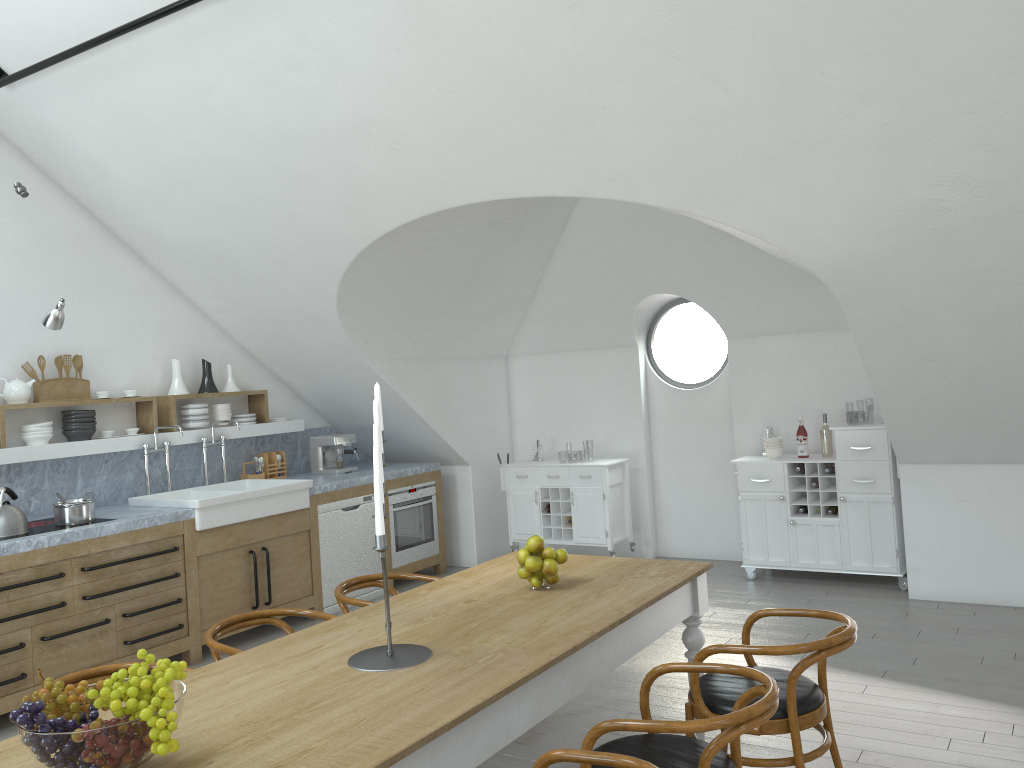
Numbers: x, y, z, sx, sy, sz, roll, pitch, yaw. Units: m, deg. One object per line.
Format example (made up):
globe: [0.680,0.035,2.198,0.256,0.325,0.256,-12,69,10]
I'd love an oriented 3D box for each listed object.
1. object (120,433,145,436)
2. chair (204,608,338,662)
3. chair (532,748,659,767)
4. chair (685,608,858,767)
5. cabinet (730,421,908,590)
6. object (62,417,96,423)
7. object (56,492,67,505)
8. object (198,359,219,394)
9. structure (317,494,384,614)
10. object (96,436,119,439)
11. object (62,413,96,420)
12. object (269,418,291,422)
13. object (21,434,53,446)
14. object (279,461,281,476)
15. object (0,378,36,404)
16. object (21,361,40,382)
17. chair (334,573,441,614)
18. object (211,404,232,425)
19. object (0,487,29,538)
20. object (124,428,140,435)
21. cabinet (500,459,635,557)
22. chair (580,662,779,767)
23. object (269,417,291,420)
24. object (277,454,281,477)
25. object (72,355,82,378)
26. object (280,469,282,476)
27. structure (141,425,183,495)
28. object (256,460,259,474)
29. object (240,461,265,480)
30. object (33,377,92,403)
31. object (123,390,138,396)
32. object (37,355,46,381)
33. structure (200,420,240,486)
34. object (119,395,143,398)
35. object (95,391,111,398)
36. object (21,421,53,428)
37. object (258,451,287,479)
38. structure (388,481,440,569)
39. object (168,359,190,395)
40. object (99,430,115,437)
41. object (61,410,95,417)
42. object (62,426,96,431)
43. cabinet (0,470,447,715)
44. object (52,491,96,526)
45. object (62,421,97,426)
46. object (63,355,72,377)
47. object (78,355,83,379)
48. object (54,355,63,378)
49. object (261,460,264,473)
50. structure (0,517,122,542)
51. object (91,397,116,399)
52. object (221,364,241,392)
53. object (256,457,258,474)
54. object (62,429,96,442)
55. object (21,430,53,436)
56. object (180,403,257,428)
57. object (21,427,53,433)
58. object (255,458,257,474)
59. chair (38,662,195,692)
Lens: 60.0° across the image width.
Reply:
object: [-2.665,0.360,6.221,0.164,0.012,0.163,-4,0,-40]
chair: [-0.901,1.324,3.543,0.621,0.735,0.527,-4,-1,36]
chair: [0.085,1.268,1.996,0.621,0.735,0.527,-4,-1,32]
chair: [0.933,1.209,3.175,0.621,0.735,0.527,-4,-1,35]
cabinet: [2.350,0.890,6.731,1.241,1.154,0.610,-4,-1,32]
object: [-2.867,0.265,5.874,0.205,0.072,0.206,-4,0,20]
object: [-2.656,0.734,5.299,0.235,0.167,0.051,-4,-1,28]
object: [-2.332,-0.062,6.784,0.156,0.268,0.156,-4,-1,37]
structure: [-1.464,1.306,6.958,0.598,0.823,0.724,-4,-1,32]
object: [-2.768,0.367,6.059,0.164,0.012,0.163,-4,0,-40]
object: [-2.870,0.239,5.879,0.205,0.084,0.205,-4,0,-30]
object: [-1.940,0.306,7.344,0.213,0.025,0.213,-4,0,20]
object: [-3.015,0.356,5.630,0.181,0.064,0.181,-4,0,-35]
object: [-1.898,0.672,7.245,0.018,0.196,0.020,-3,-2,-35]
object: [-3.117,0.043,5.564,0.174,0.169,0.168,-4,-1,16]
object: [-3.051,-0.020,5.704,0.016,0.259,0.199,-5,-2,43]
chair: [-0.506,1.297,4.149,0.621,0.735,0.527,-4,-1,29]
object: [-2.235,0.235,6.826,0.158,0.160,0.154,-3,-1,-29]
object: [-2.840,0.708,4.942,0.246,0.268,0.246,-4,-1,42]
object: [-2.666,0.336,6.222,0.098,0.049,0.098,-4,0,30]
cabinet: [0.460,1.074,7.707,1.133,0.790,0.497,-4,-1,32]
chair: [0.488,1.239,2.602,0.621,0.735,0.527,-4,-1,28]
object: [-1.940,0.297,7.344,0.213,0.025,0.213,-4,0,20]
object: [-1.897,0.669,7.229,0.040,0.192,0.042,-3,-1,-7]
object: [-2.904,-0.046,5.911,0.039,0.298,0.068,-5,-2,32]
object: [-1.896,0.672,7.256,0.019,0.196,0.022,-5,-2,33]
structure: [-2.375,0.552,6.177,0.332,0.530,0.214,-4,-1,13]
object: [-2.013,0.689,7.025,0.019,0.179,0.044,-4,-1,-3]
object: [-2.057,0.698,7.026,0.100,0.171,0.173,-4,-1,34]
object: [-2.958,0.036,5.830,0.084,0.158,0.354,-4,0,32]
object: [-2.680,0.068,6.234,0.098,0.049,0.098,-4,0,30]
object: [-3.035,-0.039,5.737,0.027,0.299,0.055,-5,-2,32]
structure: [-2.113,0.534,6.590,0.332,0.530,0.214,-4,-1,13]
object: [-2.678,0.092,6.234,0.164,0.012,0.163,-4,0,-40]
object: [-2.794,0.076,6.053,0.098,0.049,0.098,-4,0,30]
object: [-3.018,0.281,5.635,0.181,0.076,0.181,-4,0,-20]
object: [-1.949,0.664,7.221,0.104,0.223,0.200,-4,-1,33]
structure: [-1.062,1.182,7.596,0.630,0.637,0.632,-4,-1,32]
object: [-2.475,-0.052,6.564,0.156,0.268,0.156,-4,-1,21]
object: [-2.769,0.344,6.059,0.098,0.049,0.098,-4,0,30]
object: [-2.875,0.212,5.879,0.205,0.080,0.206,-4,0,35]
object: [-2.866,0.314,5.870,0.205,0.086,0.205,-4,0,-20]
cabinet: [-2.700,1.406,5.309,1.003,1.022,6.432,-4,0,32]
object: [-2.583,0.755,5.348,0.232,0.170,0.394,-4,0,12]
object: [-2.861,0.286,5.870,0.205,0.086,0.205,-4,0,-15]
object: [-2.936,-0.044,5.856,0.019,0.299,0.057,-5,-2,32]
object: [-2.899,-0.046,5.952,0.030,0.294,0.057,-5,-2,32]
object: [-2.971,-0.042,5.838,0.040,0.299,0.061,-4,-2,30]
object: [-1.989,0.688,7.055,0.044,0.179,0.019,-4,-2,17]
structure: [-2.793,0.856,5.145,0.647,0.041,0.738,-4,0,32]
object: [-2.793,0.100,6.053,0.164,0.012,0.163,-4,0,-40]
object: [-2.218,-0.045,6.978,0.156,0.218,0.156,-4,-1,14]
object: [-2.027,0.681,7.051,0.020,0.196,0.018,-5,-2,42]
object: [-2.864,0.341,5.870,0.205,0.072,0.206,-4,0,20]
object: [-3.017,0.333,5.630,0.181,0.065,0.181,-4,0,-20]
object: [-2.255,0.238,6.838,0.197,0.196,0.657,-4,0,32]
object: [-3.017,0.310,5.633,0.181,0.069,0.181,-4,0,-40]
object: [-2.027,0.681,7.041,0.019,0.196,0.022,-4,-2,21]
chair: [-1.241,1.349,2.896,0.621,0.735,0.527,-4,-1,29]
